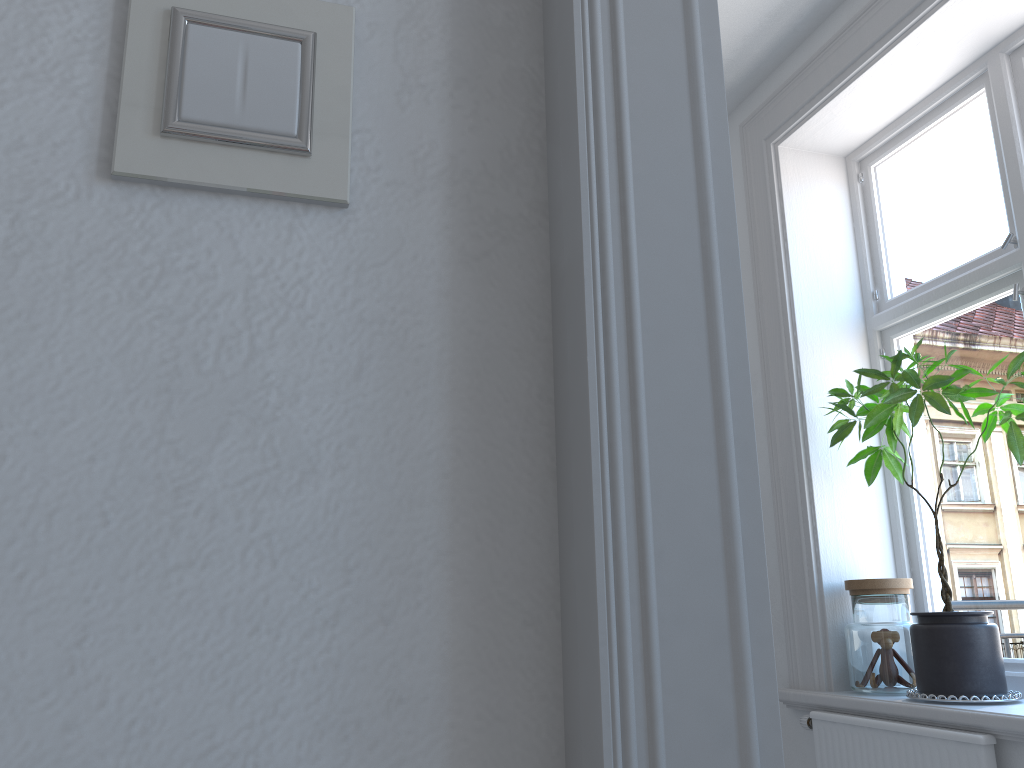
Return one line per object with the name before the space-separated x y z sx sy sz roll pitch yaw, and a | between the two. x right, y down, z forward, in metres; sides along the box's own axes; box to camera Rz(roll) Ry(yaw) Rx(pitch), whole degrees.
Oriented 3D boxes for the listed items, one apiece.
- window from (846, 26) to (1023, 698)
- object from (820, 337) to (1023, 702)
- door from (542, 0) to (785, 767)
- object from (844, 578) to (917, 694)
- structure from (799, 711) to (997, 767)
window | 1.513 -0.103 2.484 0.094 1.898 1.360 4 -15 -18
object | 1.237 0.361 2.545 0.697 1.020 0.497 -15 -20 43
door | 0.652 0.109 0.853 1.466 2.173 0.506 8 -17 -32
object | 1.146 0.771 2.730 0.228 0.329 0.228 3 -15 -16
structure | 1.035 1.138 2.417 0.049 0.417 0.743 4 -15 -18
